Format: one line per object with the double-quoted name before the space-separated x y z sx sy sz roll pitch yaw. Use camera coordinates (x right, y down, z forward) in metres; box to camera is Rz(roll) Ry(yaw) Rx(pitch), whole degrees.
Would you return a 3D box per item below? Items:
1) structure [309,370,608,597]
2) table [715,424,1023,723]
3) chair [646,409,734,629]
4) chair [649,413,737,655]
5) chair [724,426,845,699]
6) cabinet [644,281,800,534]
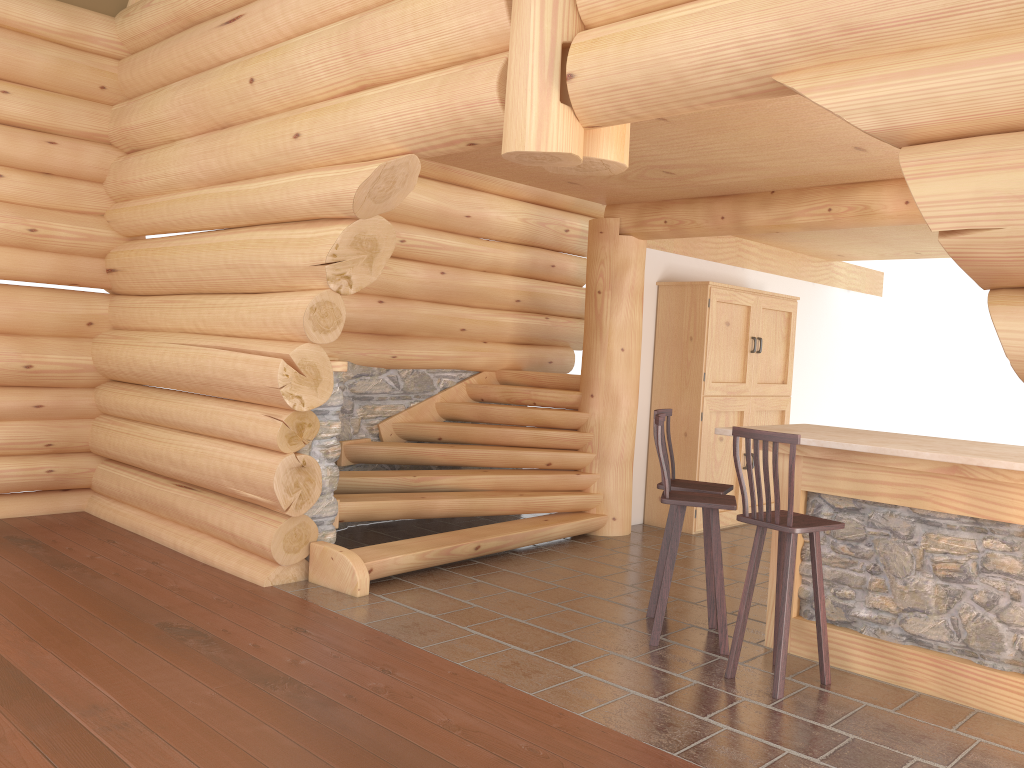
"structure" -0.608 0.511 7.716 1.951 1.643 3.604 5 3 38
"table" 2.740 1.001 4.637 3.220 1.257 1.196 5 3 44
"chair" 1.141 0.840 5.711 0.504 1.319 0.406 4 2 24
"chair" 1.054 0.854 5.197 0.504 1.319 0.406 4 2 12
"chair" 1.409 0.896 4.611 0.504 1.319 0.406 2 3 -36
"cabinet" 2.227 0.226 9.237 0.670 2.403 1.847 5 3 44
